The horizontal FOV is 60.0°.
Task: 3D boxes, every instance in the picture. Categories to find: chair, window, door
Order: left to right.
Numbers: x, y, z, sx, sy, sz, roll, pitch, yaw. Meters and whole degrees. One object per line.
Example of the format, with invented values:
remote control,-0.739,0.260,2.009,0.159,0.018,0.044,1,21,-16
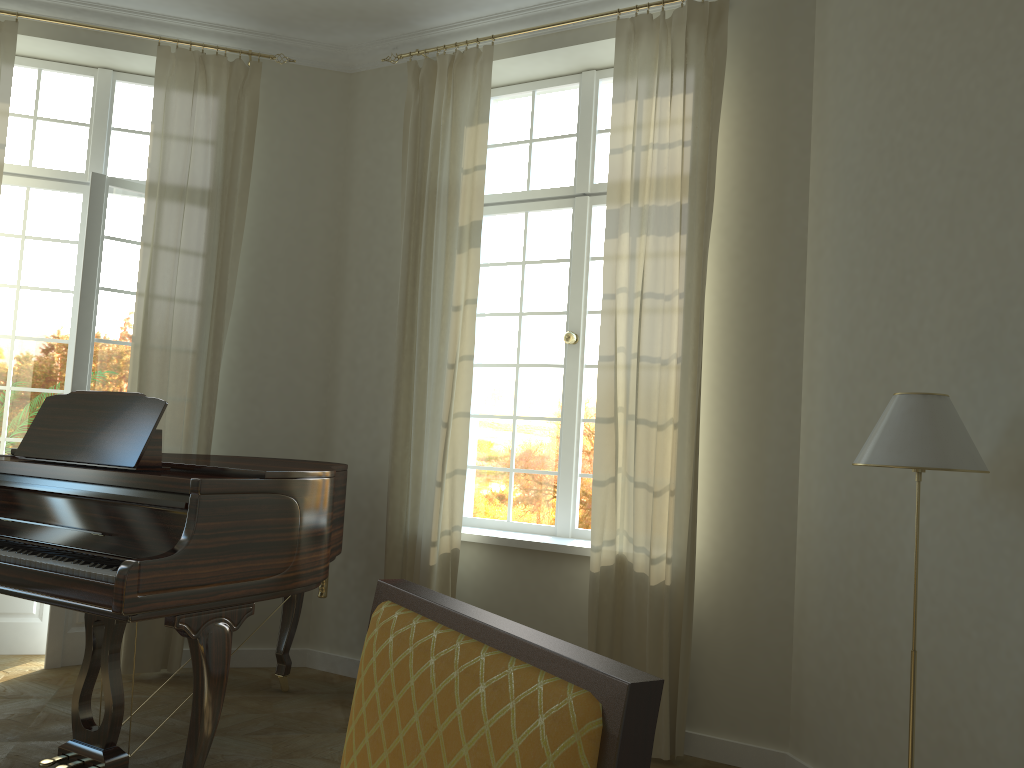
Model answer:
door,-2.470,0.175,4.920,1.385,2.690,0.425,4,-4,-15
window,-2.419,-1.513,5.219,1.380,0.680,0.055,5,-4,-15
chair,-0.330,0.826,0.993,0.671,1.083,0.730,6,-5,-31
window,0.346,-0.452,4.763,1.400,2.550,0.181,1,-5,30

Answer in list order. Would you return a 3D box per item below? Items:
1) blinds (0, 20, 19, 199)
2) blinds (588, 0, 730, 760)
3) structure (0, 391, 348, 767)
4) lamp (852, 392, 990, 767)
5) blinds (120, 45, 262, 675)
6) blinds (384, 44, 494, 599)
blinds,-2.978,-0.249,4.515,0.552,3.386,0.159,5,-4,-18
blinds,0.657,-0.069,4.041,0.552,3.381,0.159,1,-5,33
structure,-1.346,0.789,3.778,1.514,1.439,1.856,1,-5,30
lamp,1.205,0.805,2.658,0.380,1.552,0.380,5,-4,-20
blinds,-1.769,-0.161,4.795,0.554,3.386,0.162,5,-4,-20
blinds,-0.448,-0.096,4.612,0.554,3.384,0.162,1,-5,35
